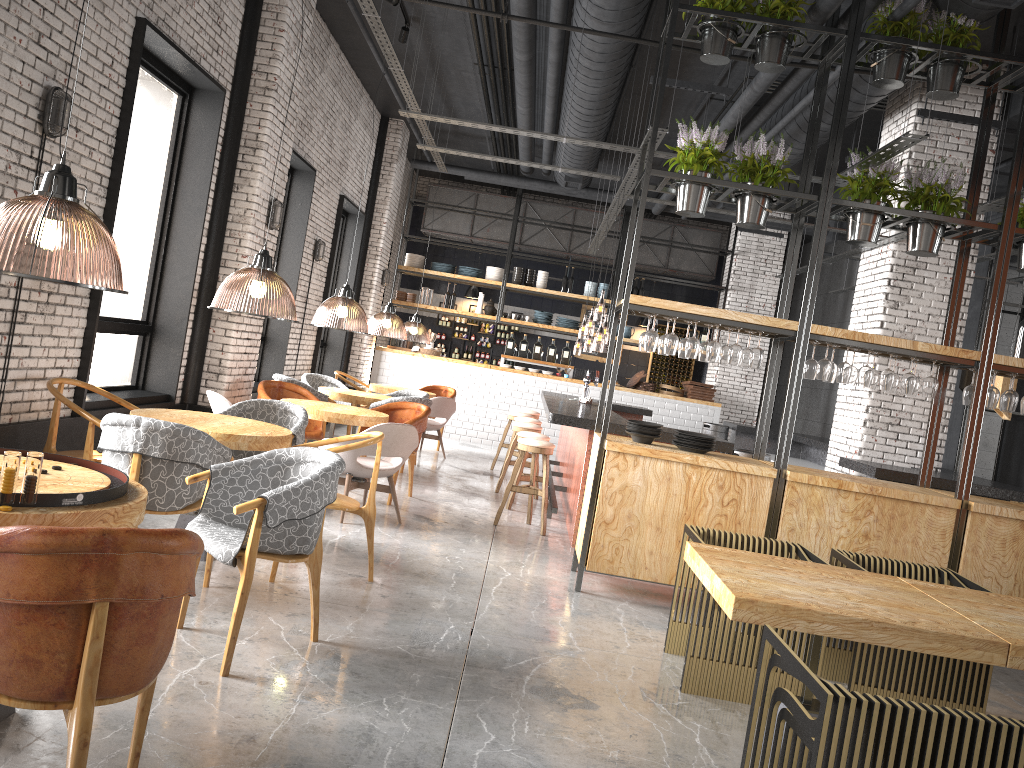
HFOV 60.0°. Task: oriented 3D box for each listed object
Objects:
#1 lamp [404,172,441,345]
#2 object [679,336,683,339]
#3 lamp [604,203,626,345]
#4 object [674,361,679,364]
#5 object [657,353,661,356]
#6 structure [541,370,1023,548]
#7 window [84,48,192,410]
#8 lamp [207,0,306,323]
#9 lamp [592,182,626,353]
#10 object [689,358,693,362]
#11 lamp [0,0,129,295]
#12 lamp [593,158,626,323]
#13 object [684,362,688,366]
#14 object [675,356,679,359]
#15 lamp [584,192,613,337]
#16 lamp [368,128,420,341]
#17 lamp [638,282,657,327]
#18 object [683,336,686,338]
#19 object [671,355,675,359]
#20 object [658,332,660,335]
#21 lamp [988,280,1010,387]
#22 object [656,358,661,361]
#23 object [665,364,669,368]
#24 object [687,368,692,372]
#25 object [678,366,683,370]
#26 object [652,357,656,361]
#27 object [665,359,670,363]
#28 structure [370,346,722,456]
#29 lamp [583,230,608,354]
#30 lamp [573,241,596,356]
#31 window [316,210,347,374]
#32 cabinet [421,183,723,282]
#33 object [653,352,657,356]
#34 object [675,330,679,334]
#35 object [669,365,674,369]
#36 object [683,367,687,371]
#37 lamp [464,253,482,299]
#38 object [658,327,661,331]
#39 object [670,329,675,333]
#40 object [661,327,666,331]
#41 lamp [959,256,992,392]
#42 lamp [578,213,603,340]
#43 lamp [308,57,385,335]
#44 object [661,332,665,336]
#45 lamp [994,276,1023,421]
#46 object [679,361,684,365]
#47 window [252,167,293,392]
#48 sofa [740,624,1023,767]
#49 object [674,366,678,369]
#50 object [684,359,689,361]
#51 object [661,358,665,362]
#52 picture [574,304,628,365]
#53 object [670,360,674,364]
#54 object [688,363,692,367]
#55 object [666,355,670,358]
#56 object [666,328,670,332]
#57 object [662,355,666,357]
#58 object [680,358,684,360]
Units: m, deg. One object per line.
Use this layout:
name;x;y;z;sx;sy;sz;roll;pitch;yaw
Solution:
lamp;-1.195;-1.771;12.361;0.537;2.405;0.536;10;1;43
object;3.491;-0.963;18.321;0.079;0.079;0.283;9;2;1
lamp;1.047;-1.132;9.095;0.108;1.461;0.108;9;1;-27
object;3.404;-0.444;18.310;0.079;0.079;0.283;9;2;1
object;3.048;-0.610;18.294;0.079;0.079;0.283;9;2;1
structure;2.447;0.863;10.288;4.310;1.533;5.878;9;2;1
window;-2.923;-1.189;6.838;0.365;2.696;1.535;9;1;1
lamp;-1.351;-1.596;5.308;0.537;2.405;0.536;10;1;43
lamp;0.900;-1.075;7.983;0.108;1.598;0.108;10;1;33
object;3.700;-0.501;18.303;0.079;0.079;0.283;9;2;1
lamp;-1.401;-1.539;3.017;0.537;2.405;0.536;10;1;43
lamp;0.961;-1.383;8.520;0.108;1.598;0.108;10;1;33
object;3.590;-0.413;18.306;0.079;0.079;0.283;9;2;1
object;3.422;-0.548;18.325;0.079;0.079;0.283;9;2;1
lamp;0.971;-1.315;9.718;0.108;1.598;0.108;10;1;33
lamp;-1.246;-1.714;10.043;0.537;2.405;0.536;10;1;43
lamp;2.866;-1.643;18.274;0.390;0.937;0.390;10;1;4
object;3.583;-0.947;18.303;0.079;0.079;0.283;9;2;1
object;3.328;-0.564;18.326;0.079;0.079;0.283;9;2;1
object;3.025;-1.041;18.331;0.079;0.079;0.283;9;2;1
lamp;6.606;-0.633;12.010;0.108;1.598;0.108;10;1;33
object;3.031;-0.507;18.318;0.079;0.079;0.283;9;2;1
object;3.200;-0.371;18.291;0.079;0.079;0.283;9;2;1
object;3.666;-0.294;18.304;0.079;0.079;0.283;9;2;1
object;3.479;-0.325;18.285;0.079;0.079;0.283;9;2;1
object;2.939;-0.523;18.335;0.079;0.079;0.283;9;2;1
object;3.218;-0.476;18.314;0.079;0.079;0.283;9;2;1
structure;0.507;0.495;15.430;5.800;1.345;1.511;10;1;1
lamp;1.016;-1.155;10.416;0.108;1.598;0.108;9;0;-17
lamp;0.981;-1.167;11.659;0.108;1.598;0.108;10;1;33
window;-2.781;-1.348;13.239;0.365;2.696;1.535;9;1;1
cabinet;1.107;-2.620;17.764;5.864;1.768;0.682;9;1;1
object;2.955;-0.626;18.310;0.079;0.079;0.283;9;2;1
object;3.415;-1.082;18.307;0.079;0.079;0.283;9;2;1
object;3.293;-0.356;18.293;0.079;0.079;0.283;9;2;1
object;3.573;-0.310;18.322;0.079;0.079;0.283;9;2;1
lamp;-0.729;-2.245;18.385;0.390;0.937;0.390;10;1;4
object;3.042;-1.144;18.295;0.079;0.079;0.283;9;2;1
object;3.322;-1.098;18.328;0.079;0.079;0.283;9;2;1
object;3.136;-1.129;18.328;0.079;0.079;0.283;9;2;1
lamp;4.507;-0.542;8.557;0.127;1.395;0.127;9;0;1
lamp;1.001;-1.348;11.068;0.108;1.598;0.108;10;1;33
lamp;-1.298;-1.655;7.675;0.537;2.405;0.536;10;1;43
object;3.117;-1.025;18.290;0.079;0.079;0.283;9;2;1
lamp;4.480;-0.451;7.907;0.127;1.546;0.127;9;0;1
object;3.497;-0.428;18.288;0.079;0.079;0.283;9;2;1
window;-2.852;-1.268;10.037;0.365;2.696;1.535;9;1;1
sofa;1.684;1.335;2.691;1.805;0.730;0.640;9;1;1
object;3.387;-0.341;18.326;0.079;0.079;0.283;9;2;1
object;3.608;-0.517;18.321;0.079;0.079;0.283;9;2;1
object;3.124;-0.491;18.296;0.079;0.079;0.283;9;2;1
picture;1.871;-1.032;18.623;0.980;1.142;0.020;9;0;1
object;3.310;-0.459;18.288;0.079;0.079;0.283;9;2;1
object;3.684;-0.398;18.323;0.079;0.079;0.283;9;2;1
object;3.235;-0.580;18.333;0.079;0.079;0.283;9;2;1
object;3.228;-1.113;18.311;0.079;0.079;0.283;9;2;1
object;3.142;-0.595;18.315;0.079;0.079;0.283;9;2;1
object;3.514;-0.532;18.307;0.079;0.079;0.283;9;2;1
